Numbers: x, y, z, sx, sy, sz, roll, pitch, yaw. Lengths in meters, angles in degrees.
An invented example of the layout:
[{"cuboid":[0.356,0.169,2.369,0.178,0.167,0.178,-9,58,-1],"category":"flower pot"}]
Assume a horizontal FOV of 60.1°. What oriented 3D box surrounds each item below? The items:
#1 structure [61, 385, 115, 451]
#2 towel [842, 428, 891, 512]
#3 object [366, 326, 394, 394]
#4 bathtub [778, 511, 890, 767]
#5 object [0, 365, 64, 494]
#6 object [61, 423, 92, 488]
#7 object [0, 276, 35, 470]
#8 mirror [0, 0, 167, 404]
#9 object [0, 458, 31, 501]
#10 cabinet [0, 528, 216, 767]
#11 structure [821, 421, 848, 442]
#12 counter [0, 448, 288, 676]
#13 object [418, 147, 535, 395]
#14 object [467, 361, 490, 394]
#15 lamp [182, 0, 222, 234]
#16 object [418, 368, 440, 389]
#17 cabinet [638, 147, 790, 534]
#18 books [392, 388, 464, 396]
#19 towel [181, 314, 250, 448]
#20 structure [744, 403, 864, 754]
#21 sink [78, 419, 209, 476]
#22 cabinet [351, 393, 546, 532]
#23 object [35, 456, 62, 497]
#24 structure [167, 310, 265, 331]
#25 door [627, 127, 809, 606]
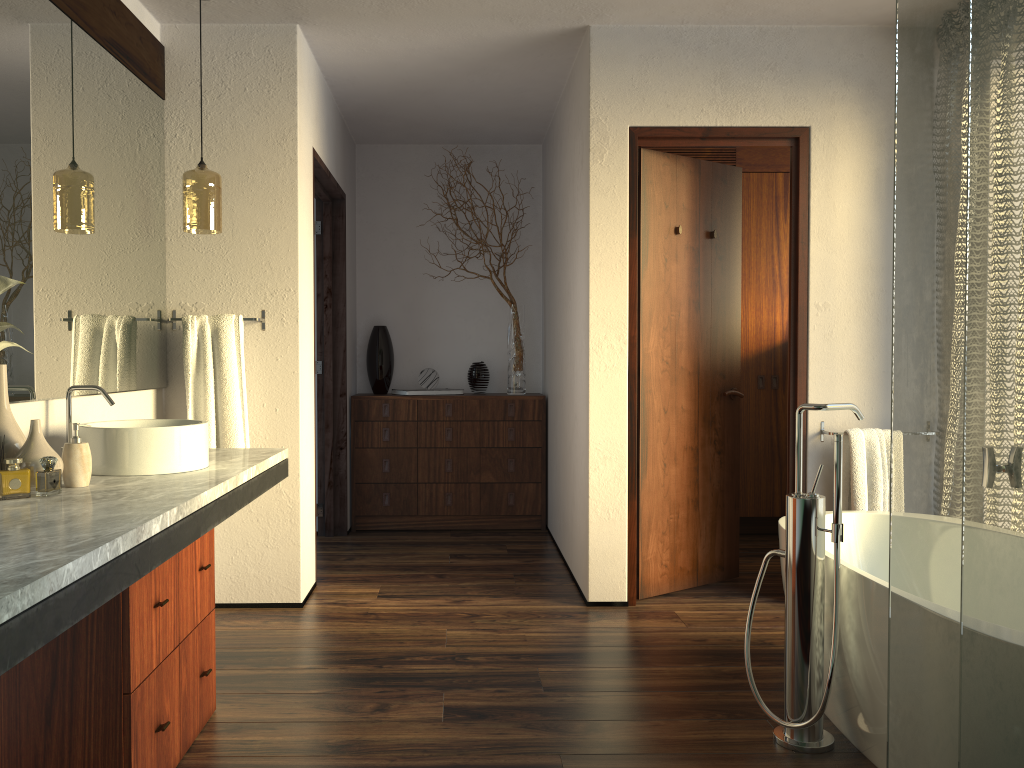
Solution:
[{"cuboid":[-1.228,0.125,2.536,0.165,0.242,0.066,0,2,3],"category":"structure"},{"cuboid":[1.439,0.495,3.546,0.257,0.637,0.156,-1,2,-19],"category":"towel"},{"cuboid":[-0.804,-0.146,5.403,0.172,0.417,0.169,0,2,11],"category":"object"},{"cuboid":[1.230,0.709,2.294,0.763,0.485,1.623,0,2,-3],"category":"bathtub"},{"cuboid":[-1.193,0.106,2.138,0.244,0.305,0.118,1,2,25],"category":"object"},{"cuboid":[-1.082,0.176,2.200,0.069,0.158,0.071,-1,2,-19],"category":"object"},{"cuboid":[-1.220,0.008,2.057,0.185,0.504,0.248,-1,2,-24],"category":"object"},{"cuboid":[-1.277,-0.501,1.523,0.017,1.152,4.085,0,2,-3],"category":"mirror"},{"cuboid":[-1.131,0.215,2.008,0.064,0.092,0.040,-2,2,-42],"category":"object"},{"cuboid":[-1.068,0.651,2.218,0.511,0.599,0.660,0,2,-2],"category":"cabinet"},{"cuboid":[1.490,0.196,3.567,0.452,0.088,0.102,0,2,-1],"category":"structure"},{"cuboid":[-1.018,0.311,2.009,0.586,0.101,2.262,0,2,-3],"category":"counter"},{"cuboid":[-0.244,-0.662,5.284,0.846,1.450,0.713,1,2,41],"category":"object"},{"cuboid":[-0.204,-0.039,5.411,0.142,0.200,0.135,1,2,42],"category":"object"},{"cuboid":[-1.139,-0.994,3.246,0.142,0.867,0.135,1,2,40],"category":"lamp"},{"cuboid":[-0.508,-0.031,5.410,0.130,0.131,0.131,0,2,-6],"category":"object"},{"cuboid":[1.120,-0.316,5.120,1.482,2.363,0.359,0,2,-1],"category":"cabinet"},{"cuboid":[-0.460,0.047,5.419,0.487,0.034,0.252,-1,2,-27],"category":"books"},{"cuboid":[-1.165,0.045,3.473,0.261,0.636,0.159,0,2,16],"category":"towel"},{"cuboid":[0.761,0.498,2.371,0.283,0.897,0.239,1,2,38],"category":"structure"},{"cuboid":[-1.066,0.179,2.568,0.351,0.131,0.364,-1,2,-25],"category":"sink"},{"cuboid":[-0.384,0.464,5.382,1.138,0.800,0.403,0,2,-1],"category":"cabinet"},{"cuboid":[-1.074,0.212,2.053,0.039,0.090,0.057,0,2,7],"category":"object"},{"cuboid":[-1.178,-0.256,3.526,0.369,0.088,0.102,0,2,-1],"category":"structure"},{"cuboid":[0.822,-0.069,3.837,0.729,1.947,0.465,0,2,-1],"category":"door"}]
